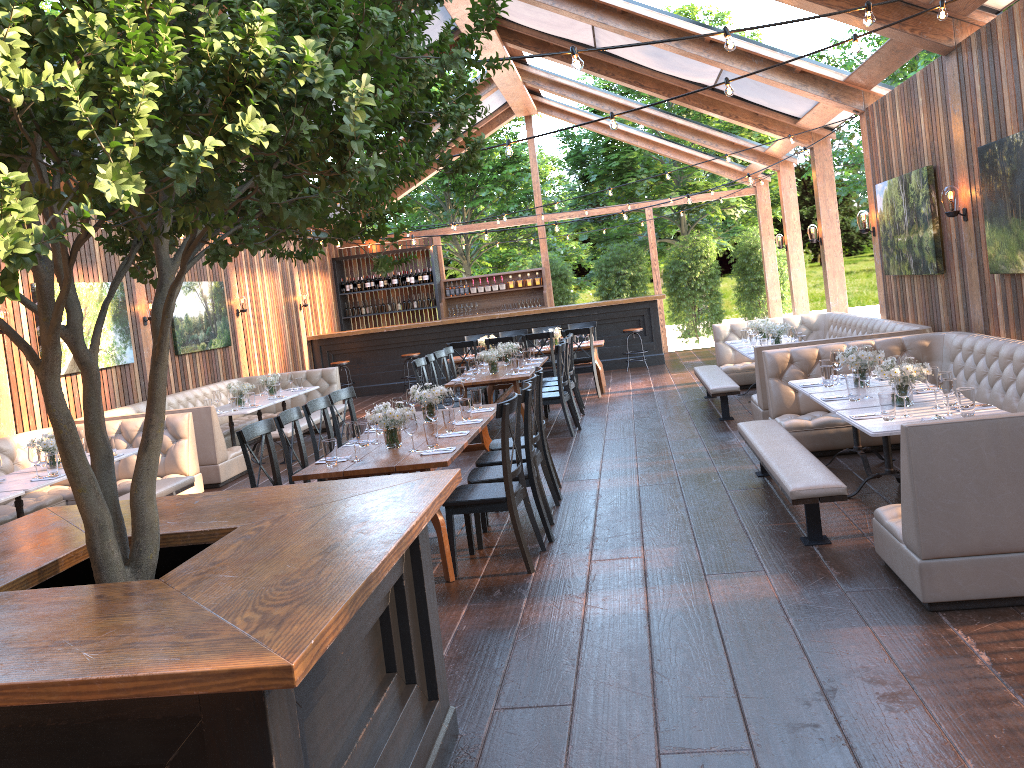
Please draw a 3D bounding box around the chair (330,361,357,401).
[{"bbox_3d":[-3.181,-0.048,16.596,0.467,0.733,0.470,-6,3,15],"label":"chair"}]

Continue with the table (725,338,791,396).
[{"bbox_3d":[3.187,-0.223,11.237,0.798,0.670,0.803,-6,4,7],"label":"table"}]

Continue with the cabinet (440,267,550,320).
[{"bbox_3d":[-0.315,-1.305,18.774,2.272,2.088,0.496,-6,2,7],"label":"cabinet"}]

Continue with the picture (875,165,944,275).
[{"bbox_3d":[3.954,-1.589,8.874,0.065,0.994,1.659,-7,5,8],"label":"picture"}]

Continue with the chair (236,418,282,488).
[{"bbox_3d":[-1.390,0.738,5.629,0.539,1.017,0.479,-6,3,8],"label":"chair"}]

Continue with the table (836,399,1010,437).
[{"bbox_3d":[2.420,0.506,5.142,0.798,0.670,0.802,-6,4,7],"label":"table"}]

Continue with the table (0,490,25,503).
[{"bbox_3d":[-3.856,1.175,5.969,0.798,0.670,0.802,-6,4,7],"label":"table"}]

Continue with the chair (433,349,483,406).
[{"bbox_3d":[-0.685,0.068,11.234,0.538,1.017,0.479,-6,3,13],"label":"chair"}]

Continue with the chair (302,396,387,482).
[{"bbox_3d":[-1.250,0.605,6.739,0.539,1.017,0.479,-6,3,8],"label":"chair"}]

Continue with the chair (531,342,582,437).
[{"bbox_3d":[0.427,0.067,9.966,0.538,1.017,0.480,-6,3,15],"label":"chair"}]

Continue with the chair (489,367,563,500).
[{"bbox_3d":[0.078,0.405,7.128,0.539,1.017,0.479,-7,3,3],"label":"chair"}]

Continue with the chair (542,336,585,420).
[{"bbox_3d":[0.563,-0.065,11.071,0.538,1.017,0.480,-6,3,13],"label":"chair"}]

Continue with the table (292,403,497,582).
[{"bbox_3d":[-0.646,0.714,6.409,0.949,0.727,2.444,-6,6,8],"label":"table"}]

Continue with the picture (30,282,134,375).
[{"bbox_3d":[-4.823,-0.654,10.035,0.065,0.994,1.659,-7,5,8],"label":"picture"}]

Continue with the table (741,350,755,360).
[{"bbox_3d":[2.983,-0.030,9.620,0.798,0.670,0.802,-6,4,7],"label":"table"}]

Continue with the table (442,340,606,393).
[{"bbox_3d":[0.245,-0.154,13.688,2.428,0.728,0.955,-6,5,8],"label":"table"}]

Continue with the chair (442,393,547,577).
[{"bbox_3d":[-0.143,0.605,5.465,0.538,1.017,0.479,-6,3,13],"label":"chair"}]

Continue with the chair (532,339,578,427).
[{"bbox_3d":[0.469,0.002,10.532,0.539,1.017,0.479,-7,3,4],"label":"chair"}]

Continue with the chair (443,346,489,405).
[{"bbox_3d":[-0.615,0.001,11.790,0.539,1.017,0.479,-6,3,8],"label":"chair"}]

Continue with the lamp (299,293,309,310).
[{"bbox_3d":[-3.938,-1.568,16.773,0.178,0.319,0.147,-6,3,8],"label":"lamp"}]

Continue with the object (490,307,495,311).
[{"bbox_3d":[-0.411,-1.580,18.836,0.124,0.096,0.124,-7,5,-4],"label":"object"}]

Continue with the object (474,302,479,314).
[{"bbox_3d":[-0.753,-1.614,18.845,0.092,0.244,0.092,-8,3,-17],"label":"object"}]

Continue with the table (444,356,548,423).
[{"bbox_3d":[-0.084,0.179,10.879,0.949,0.727,2.444,-6,6,8],"label":"table"}]

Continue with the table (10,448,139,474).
[{"bbox_3d":[-3.653,0.981,7.586,0.798,0.670,0.803,-6,4,7],"label":"table"}]

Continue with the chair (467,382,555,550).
[{"bbox_3d":[-0.038,0.535,6.015,0.539,1.017,0.479,-7,3,3],"label":"chair"}]

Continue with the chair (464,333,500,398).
[{"bbox_3d":[-0.495,-0.287,14.417,0.477,1.017,0.541,-7,3,3],"label":"chair"}]

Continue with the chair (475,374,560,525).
[{"bbox_3d":[0.008,0.471,6.574,0.539,1.017,0.479,-6,3,11],"label":"chair"}]

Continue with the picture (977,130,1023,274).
[{"bbox_3d":[3.612,-1.259,6.107,0.065,0.994,1.659,-7,5,8],"label":"picture"}]

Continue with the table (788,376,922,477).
[{"bbox_3d":[2.623,0.312,6.759,0.798,0.670,0.803,-6,4,7],"label":"table"}]

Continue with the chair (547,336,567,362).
[{"bbox_3d":[0.861,-0.479,16.063,0.466,0.733,0.471,-5,4,31],"label":"chair"}]

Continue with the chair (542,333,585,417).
[{"bbox_3d":[0.627,-0.131,11.626,0.539,1.017,0.479,-6,3,8],"label":"chair"}]

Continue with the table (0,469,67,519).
[{"bbox_3d":[-3.754,1.078,6.778,0.798,0.670,0.803,-6,4,8],"label":"table"}]

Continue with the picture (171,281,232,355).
[{"bbox_3d":[-4.487,-0.979,12.754,0.065,0.994,1.659,-7,5,8],"label":"picture"}]

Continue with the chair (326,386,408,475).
[{"bbox_3d":[-1.181,0.539,7.294,0.538,1.017,0.479,-6,3,13],"label":"chair"}]

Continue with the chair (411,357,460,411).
[{"bbox_3d":[-0.825,0.201,10.124,0.539,1.017,0.479,-6,3,8],"label":"chair"}]

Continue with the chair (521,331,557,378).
[{"bbox_3d":[0.452,-0.256,13.023,0.477,1.017,0.542,-6,3,8],"label":"chair"}]

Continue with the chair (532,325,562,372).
[{"bbox_3d":[0.609,-0.405,14.272,0.477,1.017,0.541,-7,3,3],"label":"chair"}]

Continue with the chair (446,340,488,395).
[{"bbox_3d":[-0.652,-0.138,13.168,0.477,1.017,0.542,-6,3,8],"label":"chair"}]

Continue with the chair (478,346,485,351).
[{"bbox_3d":[-0.486,-0.335,16.241,0.469,0.733,0.468,-8,3,-17],"label":"chair"}]

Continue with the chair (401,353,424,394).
[{"bbox_3d":[-1.833,-0.192,16.419,0.468,0.733,0.469,-7,3,-9],"label":"chair"}]

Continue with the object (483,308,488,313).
[{"bbox_3d":[-0.565,-1.557,18.799,0.123,0.096,0.125,-5,5,19],"label":"object"}]

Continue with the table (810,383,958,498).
[{"bbox_3d":[2.522,0.409,5.950,0.798,0.670,0.803,-6,4,8],"label":"table"}]

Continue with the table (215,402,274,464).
[{"bbox_3d":[-3.293,0.639,10.447,0.798,0.670,0.802,-6,4,7],"label":"table"}]

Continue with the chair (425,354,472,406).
[{"bbox_3d":[-0.755,0.134,10.680,0.539,1.017,0.479,-7,3,3],"label":"chair"}]

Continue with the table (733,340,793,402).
[{"bbox_3d":[3.085,-0.126,10.429,0.798,0.670,0.803,-6,4,8],"label":"table"}]

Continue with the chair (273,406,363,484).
[{"bbox_3d":[-1.320,0.672,6.184,0.539,1.017,0.479,-7,3,3],"label":"chair"}]

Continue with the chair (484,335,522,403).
[{"bbox_3d":[-0.101,-0.197,13.096,0.477,1.017,0.541,-7,3,3],"label":"chair"}]

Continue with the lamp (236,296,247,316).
[{"bbox_3d":[-4.282,-1.241,14.038,0.178,0.319,0.147,-6,3,8],"label":"lamp"}]

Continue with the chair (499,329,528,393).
[{"bbox_3d":[0.057,-0.346,14.345,0.477,1.017,0.542,-6,3,8],"label":"chair"}]

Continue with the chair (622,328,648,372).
[{"bbox_3d":[2.209,-0.623,15.886,0.468,0.733,0.469,-7,3,-5],"label":"chair"}]

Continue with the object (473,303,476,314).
[{"bbox_3d":[-0.780,-1.623,18.956,0.092,0.244,0.092,-8,3,-17],"label":"object"}]

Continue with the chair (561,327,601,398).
[{"bbox_3d":[1.003,-0.314,12.950,0.477,1.017,0.541,-7,3,3],"label":"chair"}]

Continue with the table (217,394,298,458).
[{"bbox_3d":[-3.191,0.543,11.256,0.798,0.670,0.803,-6,4,8],"label":"table"}]

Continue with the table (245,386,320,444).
[{"bbox_3d":[-3.089,0.446,12.065,0.798,0.670,0.803,-6,4,7],"label":"table"}]

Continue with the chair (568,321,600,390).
[{"bbox_3d":[1.160,-0.464,14.199,0.476,1.017,0.542,-6,3,13],"label":"chair"}]
